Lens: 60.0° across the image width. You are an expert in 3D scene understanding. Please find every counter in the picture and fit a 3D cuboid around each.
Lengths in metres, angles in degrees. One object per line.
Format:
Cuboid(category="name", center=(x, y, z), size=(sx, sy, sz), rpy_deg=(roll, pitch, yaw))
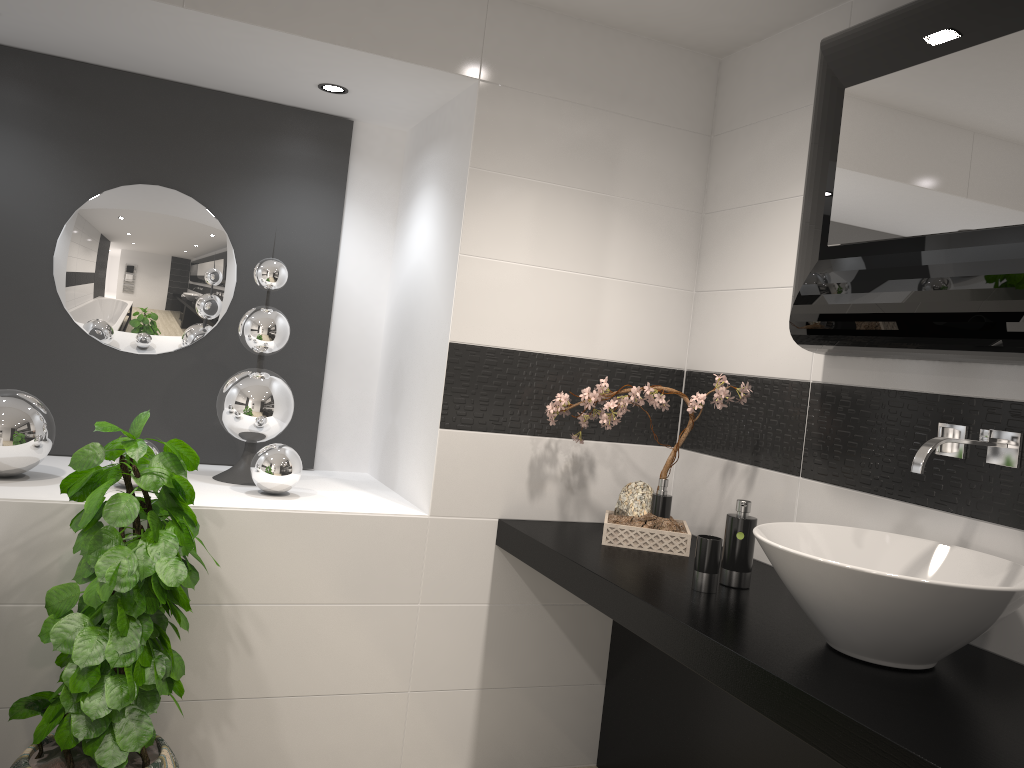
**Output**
Cuboid(category="counter", center=(0.986, 0.644, 1.258), size=(0.654, 0.084, 3.850), rpy_deg=(6, 2, -23))

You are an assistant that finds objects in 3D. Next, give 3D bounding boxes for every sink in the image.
Cuboid(category="sink", center=(0.780, 0.453, 1.850), size=(0.560, 0.212, 0.559), rpy_deg=(7, 1, 21))

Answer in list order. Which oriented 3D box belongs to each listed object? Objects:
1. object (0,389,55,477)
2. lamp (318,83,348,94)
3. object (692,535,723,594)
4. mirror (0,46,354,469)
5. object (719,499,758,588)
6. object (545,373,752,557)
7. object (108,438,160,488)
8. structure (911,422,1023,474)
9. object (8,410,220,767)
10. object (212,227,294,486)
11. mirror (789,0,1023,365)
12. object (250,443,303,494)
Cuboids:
Cuboid(category="object", center=(-1.515, 0.146, 2.656), size=(0.260, 0.261, 0.261), rpy_deg=(6, 1, -10))
Cuboid(category="lamp", center=(-0.627, -1.035, 3.110), size=(0.106, 0.004, 0.105), rpy_deg=(7, 2, 34))
Cuboid(category="object", center=(0.492, 0.453, 2.237), size=(0.063, 0.134, 0.063), rpy_deg=(6, 0, 12))
Cuboid(category="mirror", center=(-1.320, -0.416, 3.217), size=(1.359, 1.382, 0.078), rpy_deg=(6, 0, -23))
Cuboid(category="object", center=(0.598, 0.417, 2.332), size=(0.079, 0.220, 0.079), rpy_deg=(7, 0, -33))
Cuboid(category="object", center=(0.402, 0.218, 2.794), size=(0.628, 0.561, 0.260), rpy_deg=(7, 0, 7))
Cuboid(category="object", center=(-1.152, 0.242, 2.711), size=(0.150, 0.151, 0.150), rpy_deg=(6, 0, -9))
Cuboid(category="structure", center=(0.983, 0.147, 1.922), size=(0.259, 0.108, 0.367), rpy_deg=(6, 1, -23))
Cuboid(category="object", center=(-1.009, 0.630, 2.245), size=(0.419, 1.132, 0.437), rpy_deg=(6, 0, 18))
Cuboid(category="object", center=(-0.875, -0.111, 3.100), size=(0.260, 0.898, 0.261), rpy_deg=(7, 0, -10))
Cuboid(category="mirror", center=(1.325, -0.455, 1.276), size=(0.258, 0.901, 2.618), rpy_deg=(7, 1, -23))
Cuboid(category="object", center=(-0.765, 0.275, 2.881), size=(0.163, 0.163, 0.163), rpy_deg=(6, 0, -9))
